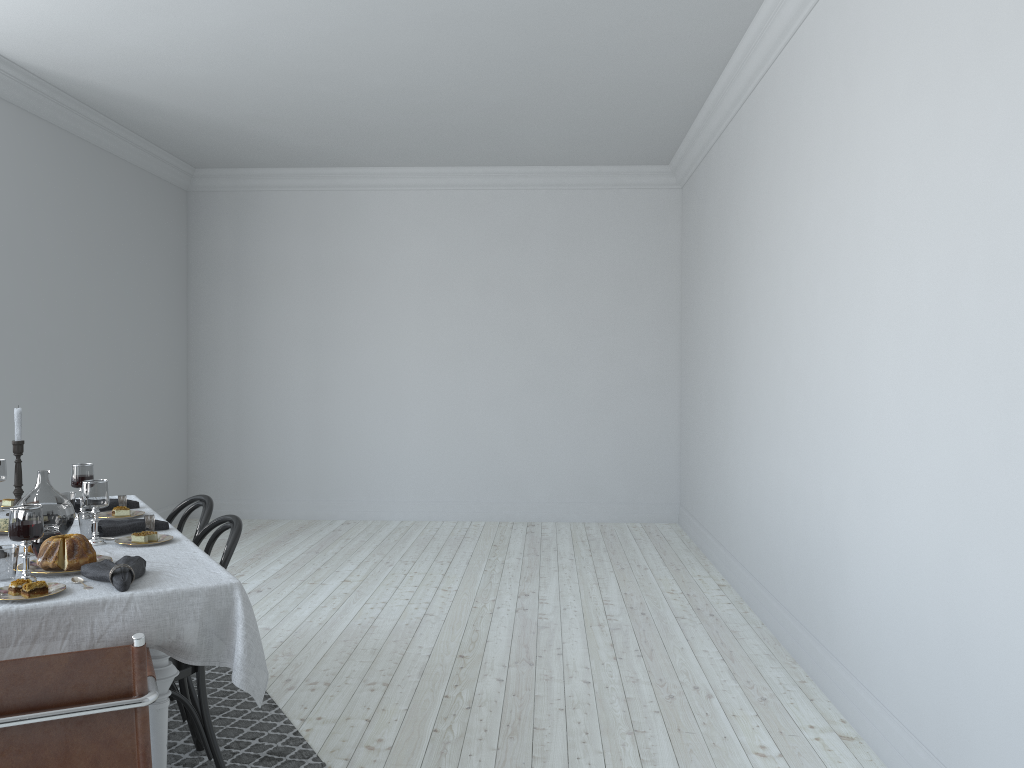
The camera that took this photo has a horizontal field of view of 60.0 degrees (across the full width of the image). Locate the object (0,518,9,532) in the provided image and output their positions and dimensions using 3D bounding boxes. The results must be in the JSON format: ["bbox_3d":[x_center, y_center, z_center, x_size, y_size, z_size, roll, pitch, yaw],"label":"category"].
[{"bbox_3d":[-1.844,0.512,3.212,0.039,0.040,0.077,0,1,-18],"label":"object"}]

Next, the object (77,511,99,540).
[{"bbox_3d":[-1.458,0.490,3.052,0.066,0.094,0.066,0,1,-9],"label":"object"}]

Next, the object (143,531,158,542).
[{"bbox_3d":[-1.236,0.519,3.016,0.057,0.037,0.021,0,1,-7],"label":"object"}]

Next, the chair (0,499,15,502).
[{"bbox_3d":[-2.284,0.947,3.942,0.546,0.837,0.593,-1,1,-43],"label":"chair"}]

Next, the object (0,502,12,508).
[{"bbox_3d":[-2.135,0.519,3.809,0.182,0.013,0.182,0,1,12],"label":"object"}]

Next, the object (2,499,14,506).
[{"bbox_3d":[-2.145,0.506,3.778,0.057,0.037,0.021,0,1,23],"label":"object"}]

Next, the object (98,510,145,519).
[{"bbox_3d":[-1.563,0.524,3.536,0.182,0.013,0.182,0,1,17],"label":"object"}]

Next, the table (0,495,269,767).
[{"bbox_3d":[-1.704,0.953,3.046,1.210,0.842,2.179,0,1,-31],"label":"table"}]

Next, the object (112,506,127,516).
[{"bbox_3d":[-1.576,0.510,3.563,0.036,0.039,0.051,1,1,42],"label":"object"}]

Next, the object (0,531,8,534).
[{"bbox_3d":[-1.789,0.526,3.242,0.251,0.018,0.251,0,1,2],"label":"object"}]

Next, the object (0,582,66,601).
[{"bbox_3d":[-1.256,0.541,2.296,0.182,0.013,0.182,0,1,2],"label":"object"}]

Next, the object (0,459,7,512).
[{"bbox_3d":[-2.136,0.421,3.665,0.083,0.215,0.083,0,1,7],"label":"object"}]

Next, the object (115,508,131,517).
[{"bbox_3d":[-1.550,0.511,3.532,0.057,0.037,0.021,0,1,-17],"label":"object"}]

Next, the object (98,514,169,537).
[{"bbox_3d":[-1.396,0.506,3.215,0.165,0.061,0.247,1,1,42],"label":"object"}]

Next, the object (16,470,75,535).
[{"bbox_3d":[-1.592,0.416,3.013,0.194,0.245,0.194,0,1,-15],"label":"object"}]

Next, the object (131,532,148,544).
[{"bbox_3d":[-1.254,0.519,2.989,0.057,0.037,0.021,0,1,20],"label":"object"}]

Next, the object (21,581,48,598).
[{"bbox_3d":[-1.229,0.527,2.286,0.038,0.041,0.057,1,1,36],"label":"object"}]

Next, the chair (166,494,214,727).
[{"bbox_3d":[-1.483,0.918,3.527,0.564,0.909,0.463,0,1,-39],"label":"chair"}]

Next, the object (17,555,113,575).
[{"bbox_3d":[-1.312,0.535,2.608,0.251,0.018,0.251,0,1,2],"label":"object"}]

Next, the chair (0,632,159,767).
[{"bbox_3d":[-1.155,0.973,2.143,0.546,0.837,0.593,0,1,-26],"label":"chair"}]

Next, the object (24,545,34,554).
[{"bbox_3d":[-1.483,0.521,2.856,0.031,0.031,0.167,1,1,37],"label":"object"}]

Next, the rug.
[{"bbox_3d":[-1.610,1.364,3.135,1.701,0.021,2.166,0,1,-30],"label":"rug"}]

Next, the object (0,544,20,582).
[{"bbox_3d":[-1.403,0.498,2.459,0.066,0.094,0.066,0,1,-9],"label":"object"}]

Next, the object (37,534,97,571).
[{"bbox_3d":[-1.303,0.494,2.613,0.191,0.105,0.164,0,1,22],"label":"object"}]

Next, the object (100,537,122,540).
[{"bbox_3d":[-1.354,0.531,3.069,0.131,0.012,0.031,0,1,-30],"label":"object"}]

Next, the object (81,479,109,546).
[{"bbox_3d":[-1.397,0.432,2.975,0.083,0.215,0.083,0,1,7],"label":"object"}]

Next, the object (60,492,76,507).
[{"bbox_3d":[-1.784,0.482,3.555,0.066,0.094,0.066,0,1,-9],"label":"object"}]

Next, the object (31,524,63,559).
[{"bbox_3d":[-1.438,0.490,2.746,0.091,0.101,0.091,-1,1,-43],"label":"object"}]

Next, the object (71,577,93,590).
[{"bbox_3d":[-1.166,0.540,2.408,0.131,0.012,0.031,1,1,45],"label":"object"}]

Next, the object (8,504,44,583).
[{"bbox_3d":[-1.319,0.440,2.409,0.083,0.215,0.083,0,1,7],"label":"object"}]

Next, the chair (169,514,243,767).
[{"bbox_3d":[-1.212,0.925,3.025,0.564,0.909,0.463,0,1,-34],"label":"chair"}]

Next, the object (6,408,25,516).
[{"bbox_3d":[-1.994,0.312,3.581,0.089,0.432,0.089,1,1,25],"label":"object"}]

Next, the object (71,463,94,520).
[{"bbox_3d":[-1.694,0.425,3.498,0.083,0.215,0.083,0,1,7],"label":"object"}]

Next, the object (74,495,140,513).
[{"bbox_3d":[-1.719,0.499,3.726,0.165,0.061,0.247,1,1,42],"label":"object"}]

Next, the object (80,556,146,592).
[{"bbox_3d":[-1.064,0.517,2.466,0.247,0.061,0.165,1,1,42],"label":"object"}]

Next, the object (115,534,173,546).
[{"bbox_3d":[-1.247,0.532,3.008,0.182,0.013,0.182,0,1,17],"label":"object"}]

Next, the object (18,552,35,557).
[{"bbox_3d":[-1.494,0.535,2.839,0.075,0.009,0.150,1,1,37],"label":"object"}]

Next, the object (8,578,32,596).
[{"bbox_3d":[-1.280,0.528,2.311,0.036,0.039,0.051,1,1,42],"label":"object"}]
